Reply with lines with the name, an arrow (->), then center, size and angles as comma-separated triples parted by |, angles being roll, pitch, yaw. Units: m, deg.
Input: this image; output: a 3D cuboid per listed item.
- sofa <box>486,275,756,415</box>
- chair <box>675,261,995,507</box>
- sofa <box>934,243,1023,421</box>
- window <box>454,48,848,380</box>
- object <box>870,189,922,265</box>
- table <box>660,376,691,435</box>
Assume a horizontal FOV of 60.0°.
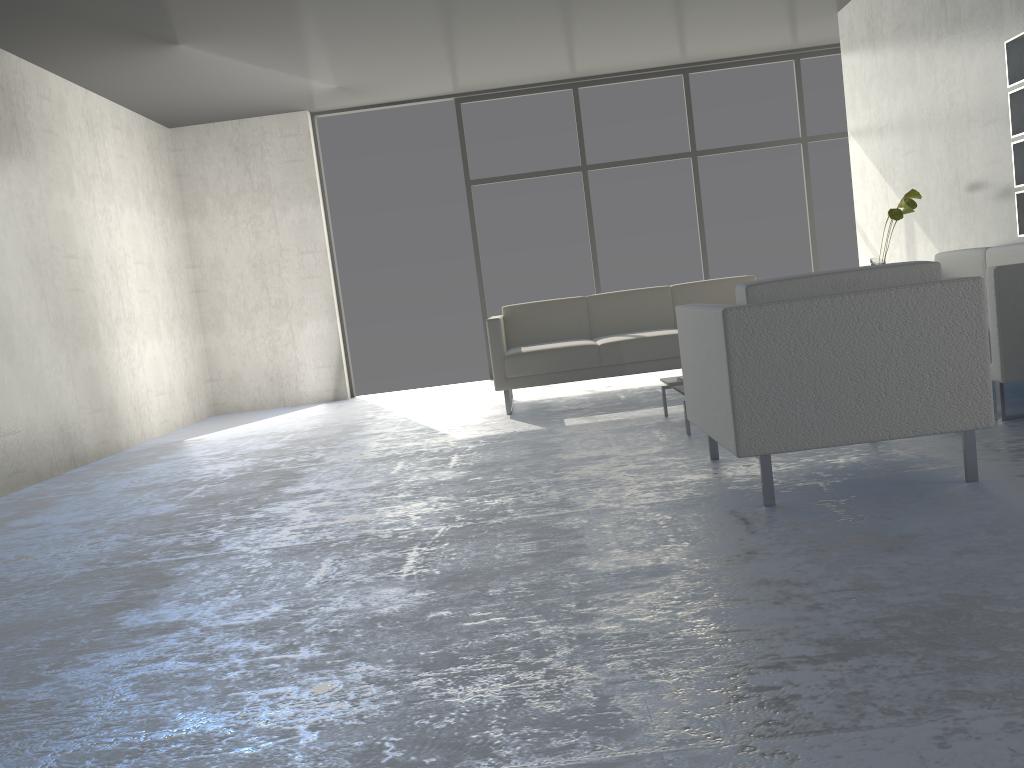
sofa -> 0.813, -0.282, 5.737 | 1.881, 0.658, 0.821 | -7, 5, 1
chair -> 1.009, -0.041, 2.956 | 0.748, 0.662, 0.821 | -7, 5, 1
sofa -> 2.226, -0.316, 4.242 | 0.821, 0.658, 1.881 | -7, 5, 1
window -> 1.676, -1.507, 7.782 | 4.080, 2.477, 0.037 | -7, 5, 1
object -> 2.263, -0.618, 5.293 | 0.387, 1.051, 0.400 | -4, 6, 29
table -> 1.156, 0.054, 4.251 | 0.773, 0.190, 0.730 | -7, 5, 1
